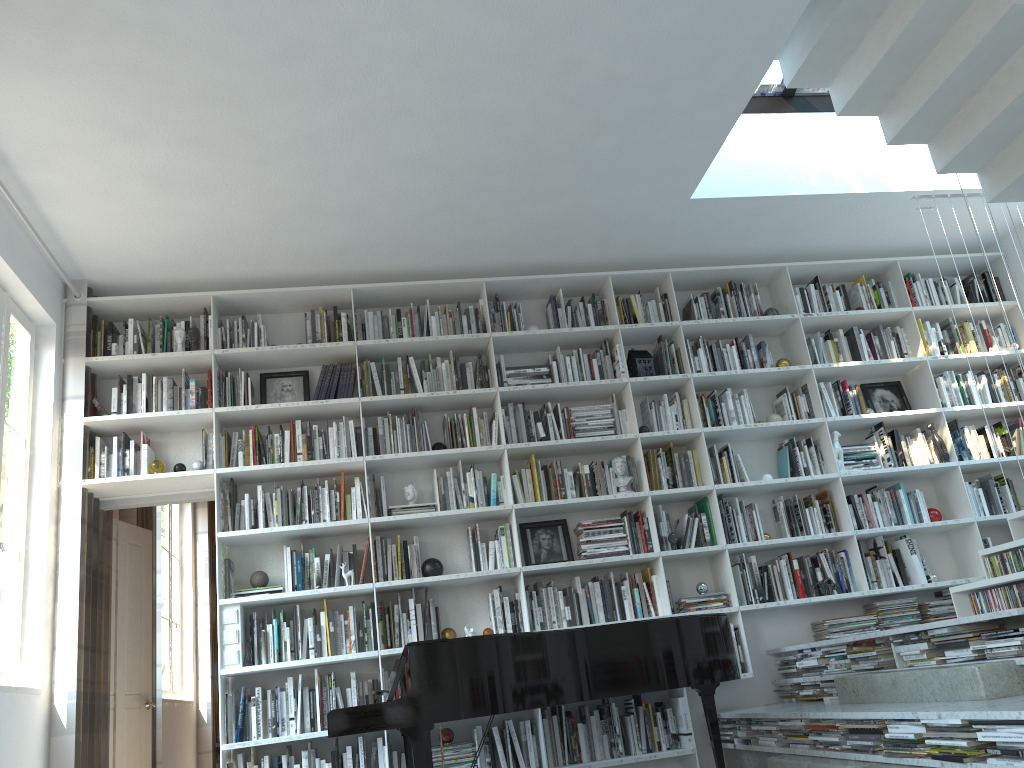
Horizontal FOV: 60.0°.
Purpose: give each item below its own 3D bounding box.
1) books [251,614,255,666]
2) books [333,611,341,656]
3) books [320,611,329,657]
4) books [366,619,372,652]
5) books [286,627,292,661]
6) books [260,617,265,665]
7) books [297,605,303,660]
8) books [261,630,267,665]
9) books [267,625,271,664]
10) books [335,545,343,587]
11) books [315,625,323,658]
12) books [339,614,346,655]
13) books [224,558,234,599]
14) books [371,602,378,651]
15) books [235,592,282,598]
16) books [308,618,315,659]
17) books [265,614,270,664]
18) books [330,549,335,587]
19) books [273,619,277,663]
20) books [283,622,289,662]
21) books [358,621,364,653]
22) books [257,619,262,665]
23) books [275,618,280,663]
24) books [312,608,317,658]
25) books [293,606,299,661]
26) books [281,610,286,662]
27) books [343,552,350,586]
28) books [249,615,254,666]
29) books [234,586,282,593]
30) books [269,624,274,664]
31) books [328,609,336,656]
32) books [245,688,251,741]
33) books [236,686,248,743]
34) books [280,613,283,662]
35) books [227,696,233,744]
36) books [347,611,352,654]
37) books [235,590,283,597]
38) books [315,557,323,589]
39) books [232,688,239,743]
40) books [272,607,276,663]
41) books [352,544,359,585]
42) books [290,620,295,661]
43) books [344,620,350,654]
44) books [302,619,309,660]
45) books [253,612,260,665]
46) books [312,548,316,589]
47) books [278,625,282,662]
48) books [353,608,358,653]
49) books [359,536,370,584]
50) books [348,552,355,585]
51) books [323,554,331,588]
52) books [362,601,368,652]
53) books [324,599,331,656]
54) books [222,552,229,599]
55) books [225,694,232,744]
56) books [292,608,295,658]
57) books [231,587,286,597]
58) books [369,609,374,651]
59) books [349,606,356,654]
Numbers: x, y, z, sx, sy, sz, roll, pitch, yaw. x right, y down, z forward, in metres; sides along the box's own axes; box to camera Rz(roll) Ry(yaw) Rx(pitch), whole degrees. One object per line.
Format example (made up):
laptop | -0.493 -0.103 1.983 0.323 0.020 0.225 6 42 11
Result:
books | -1.440 1.441 4.965 0.016 0.288 0.153 -4 -19 -10
books | -0.986 1.422 5.023 0.028 0.248 0.159 -4 -19 -10
books | -1.060 1.427 5.016 0.026 0.253 0.177 -4 -19 -10
books | -0.816 1.448 5.069 0.023 0.186 0.131 -4 -19 -10
books | -1.242 1.466 4.959 0.016 0.188 0.184 -4 -19 -10
books | -1.389 1.444 4.953 0.007 0.263 0.177 -4 -19 -10
books | -1.194 1.411 5.000 0.012 0.305 0.190 -4 -19 -10
books | -1.369 1.472 4.928 0.019 0.188 0.194 -4 -19 -10
books | -1.351 1.466 4.962 0.015 0.217 0.177 -4 -19 -10
books | -1.006 1.077 5.151 0.060 0.254 0.159 -4 -19 -10
books | -1.080 1.459 4.990 0.029 0.181 0.190 -4 -19 -10
books | -0.961 1.434 5.038 0.025 0.228 0.153 -4 -19 -10
books | -1.608 1.127 5.045 0.028 0.242 0.157 -4 -19 -10
books | -0.788 1.401 5.086 0.024 0.279 0.136 -4 -19 -10
books | -1.434 1.215 5.047 0.254 0.012 0.161 -4 -20 -9
books | -1.126 1.443 5.000 0.027 0.229 0.159 -4 -19 -10
books | -1.365 1.436 4.964 0.008 0.278 0.165 -4 -19 -10
books | -1.043 1.091 5.156 0.013 0.241 0.142 -4 -19 -10
books | -1.317 1.450 4.967 0.014 0.242 0.171 -4 -19 -10
books | -1.260 1.455 4.965 0.015 0.218 0.191 -4 -19 -10
books | -0.859 1.450 5.048 0.041 0.181 0.142 -4 -19 -10
books | -1.406 1.455 4.967 0.022 0.256 0.142 -4 -19 -10
books | -1.304 1.444 4.956 0.009 0.243 0.185 -4 -19 -10
books | -1.109 1.417 5.011 0.014 0.281 0.151 -4 -19 -10
books | -1.207 1.411 4.985 0.019 0.299 0.180 -4 -19 -10
books | -1.274 1.422 4.968 0.007 0.285 0.183 -4 -19 -10
books | -0.957 1.093 5.145 0.030 0.207 0.173 -4 -19 -10
books | -1.452 1.445 4.964 0.008 0.284 0.160 -4 -19 -10
books | -1.439 1.180 5.059 0.254 0.012 0.161 -4 -20 -9
books | -1.334 1.461 4.953 0.015 0.216 0.180 -4 -19 -10
books | -1.014 1.417 5.015 0.028 0.259 0.181 -4 -19 -10
books | -1.436 1.801 4.835 0.010 0.272 0.150 -4 -19 -10
books | -1.464 1.791 4.813 0.052 0.282 0.173 -4 -19 -10
books | -1.285 1.435 4.987 0.009 0.277 0.158 -4 -19 -10
books | -1.512 1.818 4.803 0.029 0.238 0.155 -4 -19 -10
books | -0.921 1.423 5.046 0.010 0.245 0.160 -4 -19 -10
books | -1.435 1.202 5.047 0.254 0.012 0.161 -3 -20 -13
books | -1.111 1.109 5.104 0.029 0.189 0.189 -4 -19 -10
books | -1.493 1.794 4.798 0.011 0.276 0.190 -4 -19 -10
books | -1.331 1.418 4.979 0.006 0.313 0.146 -4 -19 -10
books | -0.910 1.074 5.173 0.021 0.250 0.155 -4 -19 -10
books | -1.233 1.457 5.001 0.016 0.230 0.137 -4 -19 -10
books | -0.935 1.450 5.039 0.023 0.193 0.140 -4 -19 -10
books | -1.164 1.451 5.009 0.045 0.229 0.138 -4 -19 -10
books | -1.425 1.436 4.962 0.014 0.293 0.172 -4 -19 -10
books | -1.136 1.086 5.121 0.011 0.249 0.172 -4 -19 -10
books | -1.294 1.470 4.983 0.016 0.210 0.146 -4 -19 -10
books | -0.890 1.415 5.056 0.013 0.259 0.143 -4 -19 -10
books | -0.855 1.045 5.150 0.082 0.275 0.229 -4 -19 -10
books | -0.931 1.094 5.160 0.027 0.209 0.144 -4 -19 -10
books | -1.075 1.106 5.146 0.056 0.213 0.143 -4 -19 -10
books | -0.836 1.392 5.051 0.014 0.285 0.180 -4 -19 -10
books | -1.043 1.392 5.029 0.021 0.321 0.172 -4 -19 -10
books | -1.631 1.112 5.057 0.012 0.284 0.160 -4 -19 -10
books | -1.535 1.818 4.815 0.012 0.253 0.161 -4 -19 -10
books | -1.226 1.425 5.016 0.009 0.298 0.142 -4 -19 -10
books | -1.437 1.189 5.049 0.285 0.012 0.160 -5 -19 -6
books | -0.799 1.413 5.056 0.010 0.239 0.175 -4 -19 -10
books | -0.905 1.407 5.036 0.021 0.264 0.186 -4 -19 -10
